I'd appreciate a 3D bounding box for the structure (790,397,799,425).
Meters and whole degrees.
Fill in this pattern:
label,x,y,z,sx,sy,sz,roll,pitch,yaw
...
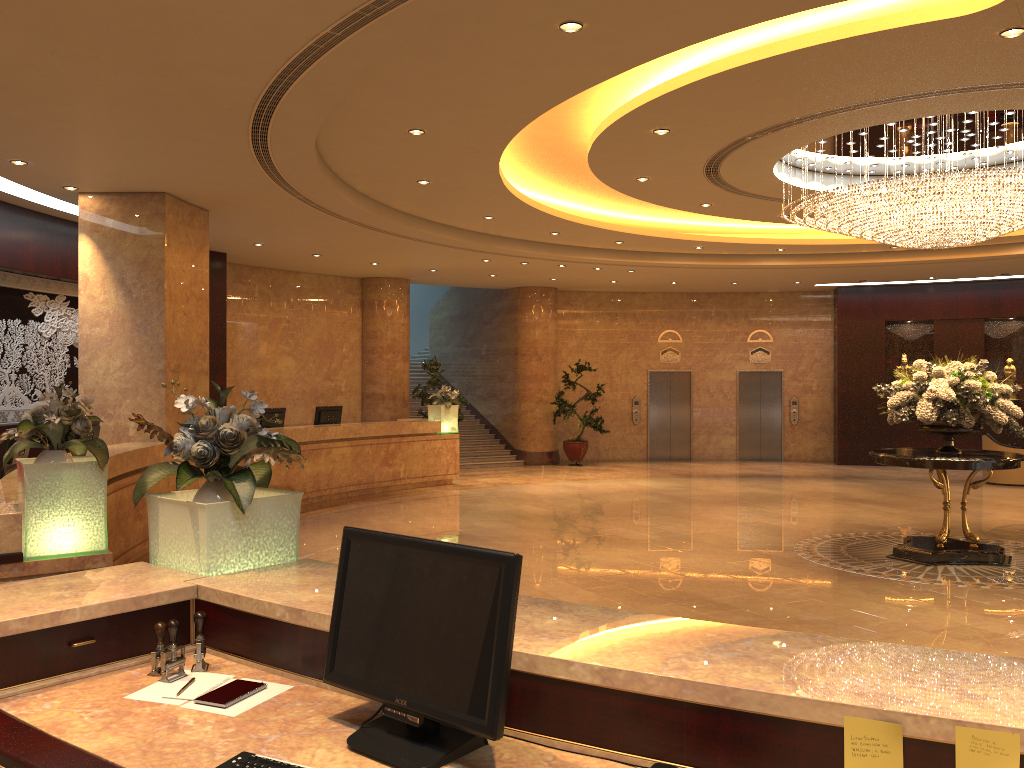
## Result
label,x,y,z,sx,sy,sz,roll,pitch,yaw
structure,6.622,0.632,20.799,0.200,0.661,0.053,0,0,11

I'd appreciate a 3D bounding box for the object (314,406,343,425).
label,x,y,z,sx,sy,sz,roll,pitch,yaw
object,-3.017,0.611,14.549,0.531,0.500,0.430,0,0,-21

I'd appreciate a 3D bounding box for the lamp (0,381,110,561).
label,x,y,z,sx,sy,sz,roll,pitch,yaw
lamp,-2.464,0.446,4.766,0.542,0.925,0.577,0,0,-26

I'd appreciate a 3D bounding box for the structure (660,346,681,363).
label,x,y,z,sx,sy,sz,roll,pitch,yaw
structure,3.747,-0.689,21.014,0.504,0.405,0.012,0,0,-4

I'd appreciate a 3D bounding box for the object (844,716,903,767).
label,x,y,z,sx,sy,sz,roll,pitch,yaw
object,0.729,0.734,1.790,0.112,0.112,0.010,0,0,26

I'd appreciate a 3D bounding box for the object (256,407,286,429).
label,x,y,z,sx,sy,sz,roll,pitch,yaw
object,-3.652,0.611,13.393,0.531,0.500,0.430,0,0,-26

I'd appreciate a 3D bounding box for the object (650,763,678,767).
label,x,y,z,sx,sy,sz,roll,pitch,yaw
object,0.251,0.831,1.684,0.279,0.081,0.411,0,0,27

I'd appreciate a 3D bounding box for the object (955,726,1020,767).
label,x,y,z,sx,sy,sz,roll,pitch,yaw
object,0.914,0.722,1.705,0.111,0.112,0.010,0,0,24

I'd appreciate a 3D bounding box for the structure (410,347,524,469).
label,x,y,z,sx,sy,sz,roll,pitch,yaw
structure,-2.505,-0.973,22.084,9.849,5.560,7.472,0,0,-28

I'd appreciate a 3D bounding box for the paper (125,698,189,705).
label,x,y,z,sx,sy,sz,roll,pitch,yaw
paper,-0.949,0.870,2.548,0.185,0.001,0.255,0,0,18

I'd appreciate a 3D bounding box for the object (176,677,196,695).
label,x,y,z,sx,sy,sz,roll,pitch,yaw
object,-0.928,0.860,2.519,0.010,0.010,0.139,0,0,0

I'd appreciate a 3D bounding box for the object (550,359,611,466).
label,x,y,z,sx,sy,sz,roll,pitch,yaw
object,1.469,0.628,19.584,1.250,2.363,0.843,0,0,-7

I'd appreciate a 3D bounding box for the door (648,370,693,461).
label,x,y,z,sx,sy,sz,roll,pitch,yaw
door,3.743,0.737,21.055,1.070,2.145,0.150,0,0,-3

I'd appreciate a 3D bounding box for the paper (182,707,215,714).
label,x,y,z,sx,sy,sz,roll,pitch,yaw
paper,-0.760,0.870,2.469,0.185,0.001,0.255,0,0,23

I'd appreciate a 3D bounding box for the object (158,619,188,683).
label,x,y,z,sx,sy,sz,roll,pitch,yaw
object,-1.000,0.783,2.617,0.048,0.175,0.088,0,0,23

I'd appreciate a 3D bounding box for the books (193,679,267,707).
label,x,y,z,sx,sy,sz,roll,pitch,yaw
books,-0.781,0.861,2.472,0.111,0.011,0.180,0,0,22

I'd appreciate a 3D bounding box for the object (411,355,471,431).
label,x,y,z,sx,sy,sz,roll,pitch,yaw
object,-1.500,0.628,17.482,1.250,2.363,0.843,0,0,42

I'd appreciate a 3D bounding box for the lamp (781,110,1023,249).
label,x,y,z,sx,sy,sz,roll,pitch,yaw
lamp,4.512,-2.027,9.336,3.204,1.196,3.206,0,0,8

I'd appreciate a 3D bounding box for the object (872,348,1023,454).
label,x,y,z,sx,sy,sz,roll,pitch,yaw
object,4.523,0.219,9.256,1.318,0.999,1.277,0,0,2

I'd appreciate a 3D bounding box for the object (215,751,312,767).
label,x,y,z,sx,sy,sz,roll,pitch,yaw
object,-0.432,0.857,1.834,0.526,0.034,0.215,0,0,27

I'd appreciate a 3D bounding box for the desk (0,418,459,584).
label,x,y,z,sx,sy,sz,roll,pitch,yaw
desk,-3.268,1.232,10.553,3.466,1.155,12.951,0,0,6

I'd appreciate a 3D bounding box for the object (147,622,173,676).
label,x,y,z,sx,sy,sz,roll,pitch,yaw
object,-1.061,0.794,2.677,0.048,0.153,0.088,0,0,7

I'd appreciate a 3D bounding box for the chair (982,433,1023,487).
label,x,y,z,sx,sy,sz,roll,pitch,yaw
chair,8.974,1.353,16.097,0.769,0.916,0.951,0,0,7

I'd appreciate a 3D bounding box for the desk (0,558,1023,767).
label,x,y,z,sx,sy,sz,roll,pitch,yaw
desk,0.633,1.232,1.892,5.227,1.155,1.570,0,0,26

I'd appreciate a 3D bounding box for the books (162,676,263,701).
label,x,y,z,sx,sy,sz,roll,pitch,yaw
books,-0.847,0.865,2.518,0.211,0.011,0.180,0,0,13

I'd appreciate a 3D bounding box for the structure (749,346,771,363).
label,x,y,z,sx,sy,sz,roll,pitch,yaw
structure,5.862,-0.689,20.942,0.504,0.405,0.012,0,0,7

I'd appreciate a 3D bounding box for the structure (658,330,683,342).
label,x,y,z,sx,sy,sz,roll,pitch,yaw
structure,3.747,-1.136,21.013,0.600,0.293,0.010,0,0,-4

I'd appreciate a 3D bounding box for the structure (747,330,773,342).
label,x,y,z,sx,sy,sz,roll,pitch,yaw
structure,5.861,-1.136,20.941,0.600,0.293,0.010,0,0,7

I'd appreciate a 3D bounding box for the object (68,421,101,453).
label,x,y,z,sx,sy,sz,roll,pitch,yaw
object,-4.444,0.611,9.205,0.430,0.500,0.531,0,0,34

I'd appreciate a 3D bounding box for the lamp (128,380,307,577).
label,x,y,z,sx,sy,sz,roll,pitch,yaw
lamp,-1.079,0.445,3.257,0.580,0.923,0.570,0,0,-32

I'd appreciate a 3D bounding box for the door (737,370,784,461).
label,x,y,z,sx,sy,sz,roll,pitch,yaw
door,5.867,0.739,20.992,1.070,2.149,0.150,0,0,7

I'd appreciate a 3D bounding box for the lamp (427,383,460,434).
label,x,y,z,sx,sy,sz,roll,pitch,yaw
lamp,-1.205,0.432,16.069,0.532,0.897,0.606,0,0,40

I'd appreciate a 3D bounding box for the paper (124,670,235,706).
label,x,y,z,sx,sy,sz,roll,pitch,yaw
paper,-0.949,0.869,2.548,0.185,0.001,0.255,0,0,18

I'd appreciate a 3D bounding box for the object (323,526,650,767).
label,x,y,z,sx,sy,sz,roll,pitch,yaw
object,-0.073,0.626,2.077,0.918,0.500,0.397,0,0,44

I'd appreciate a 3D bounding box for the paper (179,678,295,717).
label,x,y,z,sx,sy,sz,roll,pitch,yaw
paper,-0.760,0.869,2.469,0.185,0.001,0.255,0,0,24

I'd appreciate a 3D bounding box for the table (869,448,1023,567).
label,x,y,z,sx,sy,sz,roll,pitch,yaw
table,4.541,1.262,9.288,1.493,1.089,1.493,0,0,-35

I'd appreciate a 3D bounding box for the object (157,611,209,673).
label,x,y,z,sx,sy,sz,roll,pitch,yaw
object,-0.989,0.783,2.688,0.153,0.175,0.084,0,0,-34

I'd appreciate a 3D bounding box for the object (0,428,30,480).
label,x,y,z,sx,sy,sz,roll,pitch,yaw
object,-4.110,0.611,7.314,0.430,0.500,0.531,0,0,22

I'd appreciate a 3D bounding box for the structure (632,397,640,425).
label,x,y,z,sx,sy,sz,roll,pitch,yaw
structure,2.931,0.632,20.915,0.200,0.661,0.053,0,0,-7
